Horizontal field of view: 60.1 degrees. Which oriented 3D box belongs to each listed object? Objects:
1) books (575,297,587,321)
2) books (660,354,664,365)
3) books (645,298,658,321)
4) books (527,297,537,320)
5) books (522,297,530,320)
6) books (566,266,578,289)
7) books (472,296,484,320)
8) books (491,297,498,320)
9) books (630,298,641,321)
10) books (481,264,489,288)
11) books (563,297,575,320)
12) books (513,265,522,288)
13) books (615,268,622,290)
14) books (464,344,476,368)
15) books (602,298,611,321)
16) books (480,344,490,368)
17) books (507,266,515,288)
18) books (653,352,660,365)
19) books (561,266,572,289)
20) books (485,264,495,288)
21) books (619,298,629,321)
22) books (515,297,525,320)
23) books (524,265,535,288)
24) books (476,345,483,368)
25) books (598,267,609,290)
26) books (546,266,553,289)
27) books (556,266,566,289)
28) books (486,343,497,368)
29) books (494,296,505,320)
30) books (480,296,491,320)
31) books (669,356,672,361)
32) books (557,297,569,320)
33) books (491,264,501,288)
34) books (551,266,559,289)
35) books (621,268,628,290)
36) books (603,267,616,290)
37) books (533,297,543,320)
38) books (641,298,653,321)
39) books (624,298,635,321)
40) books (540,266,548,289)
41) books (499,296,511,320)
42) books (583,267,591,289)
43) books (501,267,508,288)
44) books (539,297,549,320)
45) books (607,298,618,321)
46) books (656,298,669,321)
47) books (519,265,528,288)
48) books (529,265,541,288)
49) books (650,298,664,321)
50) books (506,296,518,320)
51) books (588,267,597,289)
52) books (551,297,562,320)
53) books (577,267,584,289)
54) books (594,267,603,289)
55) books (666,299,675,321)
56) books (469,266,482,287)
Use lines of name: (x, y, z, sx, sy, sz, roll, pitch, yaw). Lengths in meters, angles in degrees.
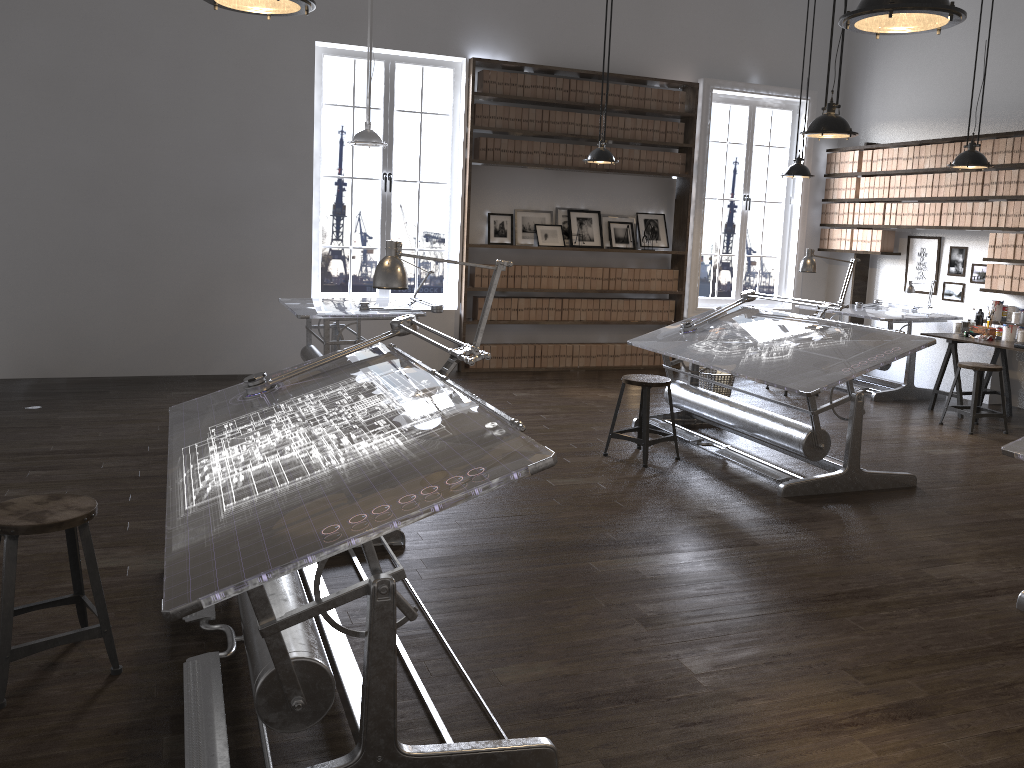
books: (0.713, -0.782, 9.230, 0.067, 0.224, 0.175, 0, 9, -21)
books: (1.606, -0.330, 9.640, 0.067, 0.224, 0.176, 0, 9, -21)
books: (1.494, -0.800, 9.523, 0.067, 0.224, 0.176, 0, 9, -21)
books: (0.184, -0.769, 9.026, 0.067, 0.224, 0.176, 0, 9, -21)
books: (0.119, -0.769, 9.007, 0.067, 0.224, 0.176, 0, 9, -21)
books: (0.613, -1.098, 9.151, 0.067, 0.224, 0.175, 0, 9, -21)
books: (-0.337, -0.757, 8.828, 0.067, 0.224, 0.176, 0, 9, -21)
books: (-0.203, -0.760, 8.883, 0.067, 0.224, 0.175, 0, 9, -21)
books: (1.305, -0.796, 9.452, 0.067, 0.224, 0.176, 0, 9, -21)
books: (-0.294, -1.075, 8.799, 0.067, 0.224, 0.176, 0, 9, -21)
books: (0.583, -0.780, 9.184, 0.067, 0.224, 0.176, 0, 9, -21)
books: (0.031, -1.084, 8.929, 0.067, 0.224, 0.176, 0, 9, -21)
books: (1.083, -1.109, 9.328, 0.067, 0.224, 0.176, 0, 9, -21)
books: (-0.417, -0.282, 8.874, 0.067, 0.224, 0.175, 0, 9, -21)
books: (0.974, -0.788, 9.325, 0.067, 0.224, 0.176, 0, 9, -21)
books: (-0.284, -0.284, 8.918, 0.067, 0.224, 0.176, 0, 9, -21)
books: (-0.038, -1.081, 8.898, 0.067, 0.224, 0.176, 0, 9, -21)
books: (1.539, -0.328, 9.608, 0.067, 0.224, 0.176, 0, 9, -21)
books: (0.548, -1.096, 9.124, 0.067, 0.224, 0.176, 0, 9, -21)
books: (-0.227, -1.076, 8.825, 0.067, 0.224, 0.176, 0, 9, -21)
books: (1.172, -0.794, 9.408, 0.067, 0.224, 0.175, 0, 9, -21)
books: (0.061, -0.767, 8.983, 0.067, 0.224, 0.176, 0, 9, -21)
books: (0.164, -1.087, 8.979, 0.067, 0.224, 0.175, 0, 9, -21)
books: (-0.351, -0.283, 8.897, 0.067, 0.224, 0.176, 0, 9, -21)
books: (0.943, -1.105, 9.275, 0.067, 0.224, 0.176, 0, 9, -21)
books: (0.356, -1.091, 9.051, 0.067, 0.224, 0.176, 0, 9, -21)
books: (0.484, -1.094, 9.095, 0.067, 0.224, 0.176, 0, 9, -21)
books: (-0.217, -0.286, 8.946, 0.067, 0.224, 0.176, 0, 9, -21)
books: (-0.139, -0.763, 8.911, 0.067, 0.224, 0.175, 0, 9, -21)
books: (-0.269, -0.758, 8.854, 0.067, 0.224, 0.176, 0, 9, -21)
books: (1.678, -0.331, 9.665, 0.067, 0.224, 0.176, 0, 9, -21)
books: (0.515, -0.777, 9.153, 0.067, 0.224, 0.176, 0, 9, -21)
books: (-0.169, -1.079, 8.851, 0.067, 0.224, 0.176, 0, 9, -21)
books: (0.415, -1.092, 9.072, 0.067, 0.224, 0.176, 0, 9, -21)
books: (1.151, -1.109, 9.349, 0.067, 0.224, 0.175, 0, 9, -21)
books: (1.015, -1.106, 9.296, 0.067, 0.224, 0.176, 0, 9, -21)
books: (0.244, -0.772, 9.055, 0.067, 0.224, 0.176, 0, 9, -21)
books: (1.430, -0.800, 9.503, 0.067, 0.224, 0.176, 0, 9, -21)
books: (1.238, -0.795, 9.431, 0.067, 0.224, 0.176, 0, 9, -21)
books: (0.295, -1.089, 9.023, 0.067, 0.224, 0.176, 0, 9, -21)
books: (-0.073, -0.764, 8.934, 0.067, 0.224, 0.176, 0, 9, -21)
books: (0.748, -1.099, 9.194, 0.067, 0.224, 0.176, 0, 9, -21)
books: (-0.109, -1.080, 8.877, 0.067, 0.224, 0.176, 0, 9, -21)
books: (0.311, -0.773, 9.081, 0.067, 0.224, 0.175, 0, 9, -21)
books: (1.041, -0.790, 9.351, 0.067, 0.224, 0.176, 0, 9, -21)
books: (1.622, -0.805, 9.577, 0.067, 0.224, 0.175, 0, 9, -21)
books: (0.099, -1.084, 8.950, 0.067, 0.224, 0.175, 0, 9, -21)
books: (0.230, -1.088, 9.004, 0.067, 0.224, 0.176, 0, 9, -21)
books: (1.555, -0.803, 9.552, 0.067, 0.224, 0.176, 0, 9, -21)
books: (-0.006, -0.765, 8.956, 0.067, 0.224, 0.176, 0, 9, -21)
books: (0.816, -1.101, 9.220, 0.067, 0.224, 0.176, 0, 9, -21)
books: (0.443, -0.777, 9.131, 0.067, 0.224, 0.176, 0, 9, -21)
books: (0.679, -1.098, 9.172, 0.067, 0.224, 0.175, 0, 9, -21)
books: (0.873, -1.103, 9.246, 0.067, 0.224, 0.176, 0, 9, -21)
books: (1.689, -0.805, 9.598, 0.067, 0.224, 0.175, 0, 9, -21)
books: (-0.363, -1.074, 8.777, 0.067, 0.224, 0.175, 0, 9, -21)
